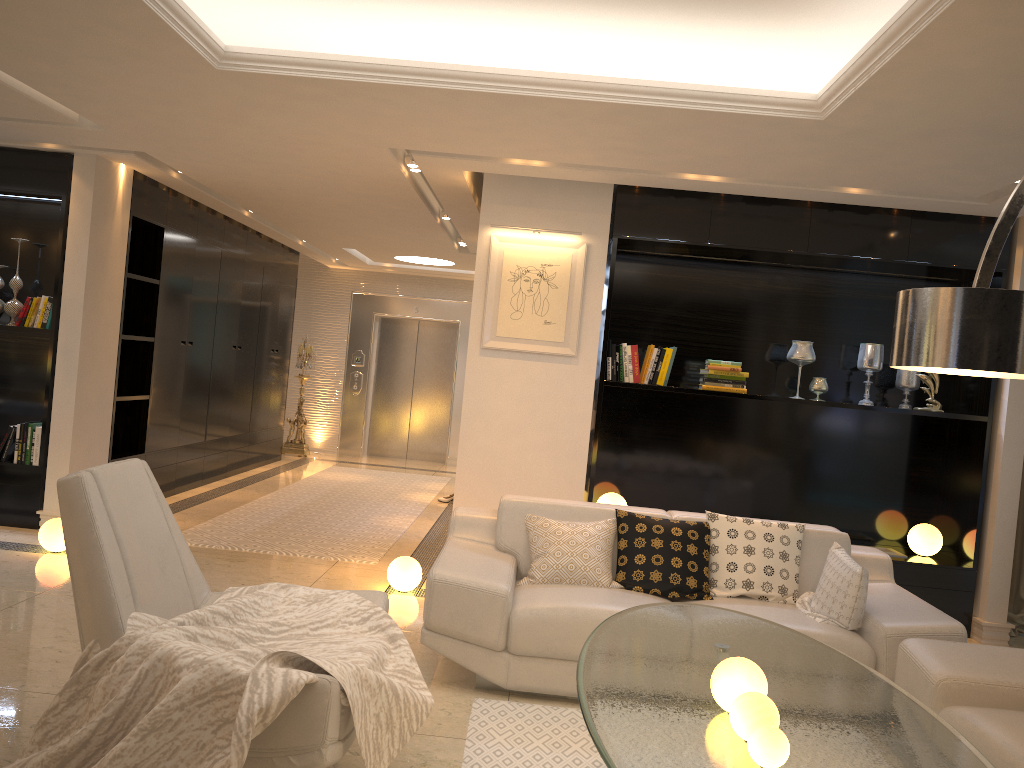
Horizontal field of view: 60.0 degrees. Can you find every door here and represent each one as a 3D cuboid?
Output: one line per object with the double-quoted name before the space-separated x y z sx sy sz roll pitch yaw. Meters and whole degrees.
"door" -2.693 -5.904 3.149 83.408 24.296 83.408 6 1 24

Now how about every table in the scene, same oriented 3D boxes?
"table" 0.643 1.139 2.356 0.999 0.565 2.140 5 1 1

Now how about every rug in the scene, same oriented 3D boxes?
"rug" 0.605 1.432 2.336 1.661 0.020 2.900 5 1 2
"rug" -1.593 1.133 8.622 1.526 0.015 5.025 5 1 2

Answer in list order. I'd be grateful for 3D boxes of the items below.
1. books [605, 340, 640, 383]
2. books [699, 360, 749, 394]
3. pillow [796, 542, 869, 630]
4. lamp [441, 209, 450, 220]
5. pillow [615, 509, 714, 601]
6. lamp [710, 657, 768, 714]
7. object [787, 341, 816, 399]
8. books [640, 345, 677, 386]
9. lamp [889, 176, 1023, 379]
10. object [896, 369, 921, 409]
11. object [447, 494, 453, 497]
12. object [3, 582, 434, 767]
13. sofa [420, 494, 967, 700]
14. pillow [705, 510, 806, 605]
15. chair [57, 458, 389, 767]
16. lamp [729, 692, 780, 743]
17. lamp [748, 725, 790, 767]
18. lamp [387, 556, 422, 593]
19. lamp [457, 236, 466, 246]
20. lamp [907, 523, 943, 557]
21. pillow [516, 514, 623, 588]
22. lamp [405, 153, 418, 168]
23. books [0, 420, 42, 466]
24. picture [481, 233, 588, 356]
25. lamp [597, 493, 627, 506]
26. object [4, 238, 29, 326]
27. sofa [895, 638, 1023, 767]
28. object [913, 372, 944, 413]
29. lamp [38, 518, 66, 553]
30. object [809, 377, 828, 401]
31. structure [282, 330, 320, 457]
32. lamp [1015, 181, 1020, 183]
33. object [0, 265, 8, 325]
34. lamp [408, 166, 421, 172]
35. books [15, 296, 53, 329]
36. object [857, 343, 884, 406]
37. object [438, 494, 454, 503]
"books" 0.726 -0.146 5.845 0.240 0.270 0.208 5 1 2
"books" 1.396 -0.049 5.850 0.296 0.197 0.260 5 1 5
"pillow" 1.484 0.922 4.122 0.281 0.325 0.521 6 1 12
"lamp" -0.563 -1.487 7.666 0.107 0.127 0.107 5 1 -17
"pillow" 0.749 0.836 4.360 0.524 0.355 0.323 5 1 3
"lamp" 0.585 0.779 2.287 0.143 0.143 0.143 5 1 -14
"object" 1.911 -0.091 5.887 0.181 0.381 0.181 5 1 -4
"books" 0.957 -0.120 5.841 0.210 0.261 0.212 5 1 2
"lamp" 1.983 0.302 2.302 2.009 2.519 0.393 5 1 2
"object" 2.655 0.024 5.956 0.147 0.317 0.147 5 1 4
"object" -0.600 1.157 9.296 0.084 0.135 0.235 5 1 -40
"object" -0.913 0.989 2.674 0.972 0.580 1.347 6 1 39
"sofa" 0.789 1.047 4.314 2.328 0.754 1.145 5 1 2
"pillow" 1.207 0.864 4.387 0.526 0.399 0.255 5 1 2
"chair" -0.940 0.785 2.879 0.983 0.991 1.027 5 1 1
"lamp" 0.578 0.794 2.114 0.115 0.115 0.115 6 1 27
"lamp" 0.572 0.808 1.976 0.090 0.091 0.090 5 1 -37
"lamp" -0.659 1.165 5.443 0.213 0.214 0.212 6 1 41
"lamp" -0.505 -1.504 9.197 0.107 0.127 0.235 5 1 2
"lamp" 2.741 1.034 5.885 0.213 0.214 0.212 5 1 -37
"pillow" 0.290 0.827 4.366 0.521 0.329 0.351 5 1 2
"lamp" -0.638 -1.467 5.738 0.107 0.127 0.107 5 1 -17
"books" -3.439 0.406 6.272 0.345 0.296 0.222 5 1 2
"picture" 0.141 -0.566 5.633 0.610 0.729 0.027 5 1 2
"lamp" 0.669 0.837 5.956 0.213 0.214 0.212 6 1 41
"object" -3.497 -0.715 6.257 0.121 0.612 0.121 5 1 -3
"sofa" 2.011 1.192 2.313 1.145 0.754 2.328 5 1 2
"object" 2.689 0.029 5.708 0.182 0.293 0.116 5 1 -1
"lamp" -2.872 0.954 5.602 0.213 0.214 0.212 6 1 41
"object" 2.030 0.035 5.873 0.119 0.154 0.119 6 1 12
"structure" -2.720 0.131 12.132 0.382 1.715 0.811 6 1 26
"lamp" 2.691 -1.137 4.717 0.107 0.127 0.107 5 1 -17
"object" -3.656 -0.633 6.291 0.121 0.416 0.121 5 1 -3
"lamp" -0.633 -1.468 5.866 0.107 0.127 0.107 5 1 -17
"books" -3.322 -0.509 6.271 0.290 0.238 0.189 5 1 1
"object" 2.403 -0.055 5.971 0.156 0.426 0.156 6 1 7
"object" -0.644 1.156 9.108 0.235 0.135 0.084 5 1 4
